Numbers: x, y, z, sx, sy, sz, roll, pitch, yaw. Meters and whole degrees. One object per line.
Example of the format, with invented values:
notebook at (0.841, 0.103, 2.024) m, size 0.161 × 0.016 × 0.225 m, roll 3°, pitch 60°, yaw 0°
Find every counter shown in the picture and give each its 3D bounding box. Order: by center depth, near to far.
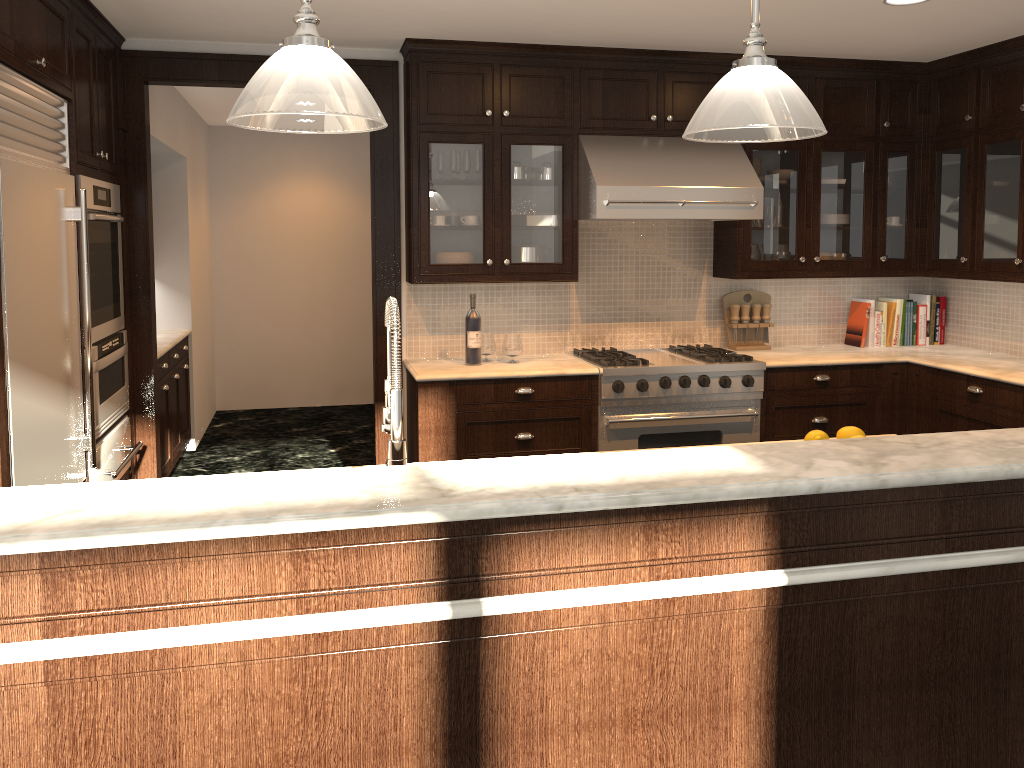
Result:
counter at (0.118, 0.200, 1.823) m, size 2.855 × 0.031 × 0.331 m, roll -2°, pitch 10°, yaw -13°
counter at (0.031, 0.325, 2.187) m, size 2.869 × 0.031 × 1.064 m, roll -2°, pitch 10°, yaw -13°
counter at (1.289, -0.007, 4.163) m, size 3.369 × 0.031 × 2.338 m, roll -2°, pitch 10°, yaw -13°
counter at (-2.513, -0.227, 5.558) m, size 0.709 × 0.031 × 1.874 m, roll -2°, pitch 10°, yaw -13°

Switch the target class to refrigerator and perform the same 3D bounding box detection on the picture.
refrigerator at (-1.930, 0.014, 3.085) m, size 0.687 × 2.107 × 0.896 m, roll -1°, pitch 5°, yaw -13°

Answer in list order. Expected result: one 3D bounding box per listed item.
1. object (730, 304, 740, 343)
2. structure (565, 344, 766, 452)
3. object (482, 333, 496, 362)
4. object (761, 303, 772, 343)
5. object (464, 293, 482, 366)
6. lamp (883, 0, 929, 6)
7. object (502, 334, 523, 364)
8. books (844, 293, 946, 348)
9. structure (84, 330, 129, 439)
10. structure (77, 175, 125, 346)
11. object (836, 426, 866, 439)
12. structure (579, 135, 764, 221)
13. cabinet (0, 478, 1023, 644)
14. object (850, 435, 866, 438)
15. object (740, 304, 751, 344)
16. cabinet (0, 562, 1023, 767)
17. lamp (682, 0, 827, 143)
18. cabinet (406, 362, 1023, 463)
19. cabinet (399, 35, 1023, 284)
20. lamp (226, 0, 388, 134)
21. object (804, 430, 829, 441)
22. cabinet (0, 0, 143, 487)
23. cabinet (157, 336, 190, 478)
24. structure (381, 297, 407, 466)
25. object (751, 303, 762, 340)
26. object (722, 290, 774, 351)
object at (1.319, -0.361, 5.228) m, size 0.061 × 0.227 × 0.061 m, roll -3°, pitch 5°, yaw -31°
structure at (0.826, 0.241, 4.913) m, size 0.906 × 0.832 × 0.725 m, roll -2°, pitch 7°, yaw -13°
object at (-0.140, -0.197, 4.784) m, size 0.112 × 0.150 × 0.113 m, roll -2°, pitch 6°, yaw -21°
object at (1.518, -0.365, 5.275) m, size 0.061 × 0.236 × 0.061 m, roll 4°, pitch 6°, yaw 41°
object at (-0.205, -0.290, 4.657) m, size 0.094 × 0.375 × 0.095 m, roll 0°, pitch 4°, yaw 2°
lamp at (1.694, -1.710, 3.774) m, size 0.198 × 0.136 × 0.199 m, roll 3°, pitch 8°, yaw 22°
object at (0.003, -0.188, 4.727) m, size 0.112 × 0.150 × 0.113 m, roll -2°, pitch 6°, yaw -21°
books at (2.373, -0.399, 5.474) m, size 0.603 × 0.309 × 0.196 m, roll -2°, pitch 6°, yaw -13°
structure at (-2.130, -0.001, 3.950) m, size 0.665 × 0.386 × 0.770 m, roll -2°, pitch 9°, yaw -13°
structure at (-2.088, -0.553, 3.921) m, size 0.614 × 0.696 × 0.765 m, roll -2°, pitch 7°, yaw -13°
object at (1.034, 0.165, 2.687) m, size 0.082 × 0.071 × 0.082 m, roll 0°, pitch 7°, yaw 2°
structure at (0.817, -1.138, 4.840) m, size 0.931 × 0.474 × 0.645 m, roll -2°, pitch 8°, yaw -13°
cabinet at (0.108, 0.292, 1.828) m, size 2.837 × 0.151 × 0.295 m, roll -2°, pitch 9°, yaw -13°
object at (1.010, 0.184, 2.571) m, size 0.081 × 0.071 × 0.083 m, roll 0°, pitch 7°, yaw -2°
object at (1.384, -0.359, 5.244) m, size 0.061 × 0.236 × 0.061 m, roll -4°, pitch 6°, yaw -43°
cabinet at (0.035, 0.761, 2.223) m, size 2.848 × 0.907 × 1.035 m, roll -2°, pitch 7°, yaw -13°
lamp at (0.547, -0.952, 1.978) m, size 0.317 × 0.778 × 0.320 m, roll 0°, pitch 5°, yaw 1°
cabinet at (1.291, 0.446, 4.195) m, size 3.369 × 0.874 × 2.338 m, roll -2°, pitch 9°, yaw -13°
cabinet at (1.288, -1.071, 4.091) m, size 3.368 × 1.246 × 2.329 m, roll -2°, pitch 8°, yaw -13°
lamp at (-0.413, -0.912, 1.759) m, size 0.317 × 0.778 × 0.320 m, roll 0°, pitch 5°, yaw 1°
object at (0.914, 0.174, 2.643) m, size 0.079 × 0.073 × 0.083 m, roll -3°, pitch 8°, yaw -25°
cabinet at (-2.019, -0.297, 3.469) m, size 0.757 × 2.404 × 1.858 m, roll -1°, pitch 6°, yaw -13°
cabinet at (-2.191, 0.147, 5.658) m, size 0.057 × 0.740 × 1.808 m, roll -1°, pitch 9°, yaw -13°
structure at (-0.288, 0.053, 2.133) m, size 0.051 × 0.527 × 0.245 m, roll -1°, pitch 5°, yaw -13°
object at (1.454, -0.368, 5.259) m, size 0.061 × 0.224 × 0.061 m, roll -4°, pitch 6°, yaw -43°
object at (1.417, -0.381, 5.260) m, size 0.316 × 0.347 × 0.111 m, roll -2°, pitch 5°, yaw -13°
